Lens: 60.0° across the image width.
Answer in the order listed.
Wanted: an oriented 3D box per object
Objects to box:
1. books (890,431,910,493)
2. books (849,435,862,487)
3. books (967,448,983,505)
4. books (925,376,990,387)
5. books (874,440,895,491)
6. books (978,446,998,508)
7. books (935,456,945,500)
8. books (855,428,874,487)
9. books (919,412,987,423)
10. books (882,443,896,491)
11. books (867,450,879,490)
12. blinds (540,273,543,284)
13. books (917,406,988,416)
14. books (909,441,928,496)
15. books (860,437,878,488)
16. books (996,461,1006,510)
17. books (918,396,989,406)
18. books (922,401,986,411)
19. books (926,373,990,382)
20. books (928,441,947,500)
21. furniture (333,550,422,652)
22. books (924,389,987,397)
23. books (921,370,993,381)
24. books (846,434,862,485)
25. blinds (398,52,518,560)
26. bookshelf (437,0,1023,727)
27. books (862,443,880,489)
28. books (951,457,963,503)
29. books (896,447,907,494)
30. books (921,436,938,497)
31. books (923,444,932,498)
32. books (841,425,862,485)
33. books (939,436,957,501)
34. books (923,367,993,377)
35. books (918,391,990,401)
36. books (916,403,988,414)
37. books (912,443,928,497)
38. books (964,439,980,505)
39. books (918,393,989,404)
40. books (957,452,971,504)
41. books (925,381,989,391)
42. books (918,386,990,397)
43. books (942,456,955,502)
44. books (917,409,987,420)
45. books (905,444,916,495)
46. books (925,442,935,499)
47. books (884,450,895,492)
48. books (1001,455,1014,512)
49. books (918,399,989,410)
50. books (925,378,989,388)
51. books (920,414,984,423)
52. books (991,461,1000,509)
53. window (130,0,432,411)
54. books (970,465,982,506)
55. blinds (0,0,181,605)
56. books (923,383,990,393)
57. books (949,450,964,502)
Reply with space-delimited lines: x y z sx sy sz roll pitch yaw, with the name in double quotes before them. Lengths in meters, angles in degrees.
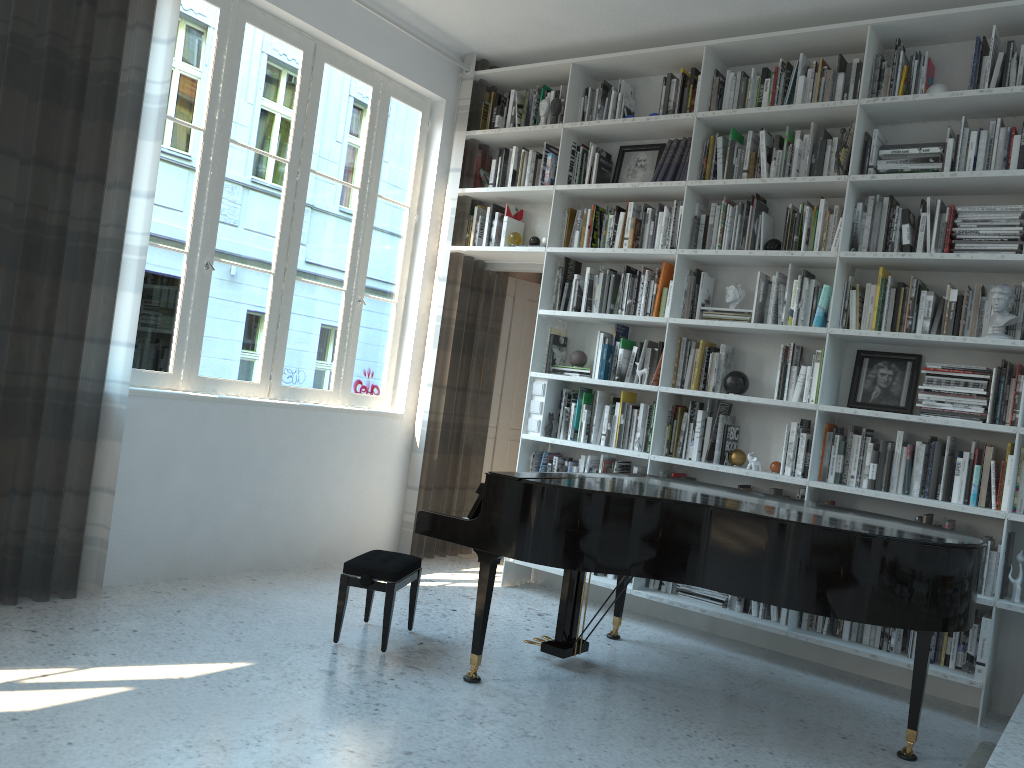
"books" 1.837 0.370 4.197 0.026 0.291 0.152 8 0 35
"books" 1.687 0.374 4.295 0.027 0.245 0.179 8 0 35
"books" 2.099 0.421 4.019 0.014 0.256 0.145 8 0 35
"books" 2.052 -0.013 4.083 0.254 0.012 0.161 7 -1 32
"books" 1.775 0.389 4.225 0.029 0.238 0.166 8 0 35
"books" 2.136 0.417 3.978 0.026 0.272 0.175 8 0 35
"books" 1.989 0.434 4.089 0.021 0.203 0.128 8 0 35
"books" 1.703 0.358 4.280 0.013 0.282 0.166 8 0 35
"books" 2.031 0.153 4.085 0.254 0.012 0.161 7 -1 37
"books" 1.798 0.396 4.221 0.013 0.230 0.139 8 0 35
"books" 1.744 0.412 4.236 0.029 0.184 0.174 8 0 35
"blinds" 0.407 -0.355 6.883 0.139 3.231 0.776 8 0 35
"books" 2.035 0.130 4.087 0.285 0.012 0.159 7 -1 34
"books" 1.909 0.398 4.164 0.025 0.254 0.136 8 0 35
"books" 1.725 0.380 4.286 0.021 0.244 0.141 8 0 35
"books" 2.176 0.450 3.935 0.011 0.216 0.166 8 0 35
"books" 2.042 0.083 4.087 0.285 0.012 0.159 7 -1 36
"books" 2.034 0.105 4.080 0.254 0.012 0.161 7 -1 30
"books" 2.053 -0.026 4.082 0.254 0.012 0.161 7 -1 31
"books" 1.965 0.399 4.091 0.028 0.264 0.161 8 0 35
"furniture" -0.574 0.920 3.849 0.240 0.353 0.467 8 0 10
"books" 2.042 0.047 4.080 0.254 0.012 0.161 7 -1 30
"books" 2.057 -0.037 4.085 0.285 0.012 0.159 7 -1 37
"books" 1.676 0.372 4.324 0.024 0.247 0.132 8 0 35
"blinds" -0.269 -0.459 5.922 0.139 3.231 0.776 8 0 35
"bookshelf" 2.092 -0.100 3.989 6.292 3.142 0.330 7 0 35
"books" 1.728 0.393 4.255 0.023 0.217 0.174 8 0 35
"books" 2.039 0.439 4.036 0.023 0.204 0.167 8 0 35
"books" 1.858 0.408 4.189 0.025 0.220 0.140 8 0 35
"books" 1.946 0.386 4.135 0.014 0.286 0.134 8 0 35
"books" 1.950 0.404 4.123 0.011 0.251 0.158 8 0 35
"books" 1.662 0.349 4.343 0.027 0.290 0.141 8 0 35
"books" 2.002 0.388 4.071 0.012 0.296 0.178 8 0 35
"books" 2.054 -0.050 4.079 0.285 0.012 0.159 7 -1 30
"books" 2.040 0.058 4.079 0.285 0.012 0.159 7 -1 40
"books" 2.032 0.117 4.079 0.285 0.012 0.159 7 -1 40
"books" 1.913 0.402 4.127 0.026 0.245 0.191 8 0 35
"books" 2.086 0.400 4.021 0.014 0.294 0.137 8 0 35
"books" 2.042 0.071 4.085 0.285 0.012 0.159 7 -1 37
"books" 2.060 0.426 4.022 0.023 0.234 0.175 8 0 35
"books" 2.049 0.011 4.083 0.254 0.012 0.161 7 -1 32
"books" 2.043 0.035 4.079 0.285 0.012 0.159 7 -1 40
"books" 2.010 0.434 4.058 0.024 0.207 0.183 8 0 35
"books" 2.028 0.141 4.079 0.285 0.012 0.159 7 -1 30
"books" 1.876 0.402 4.168 0.031 0.237 0.159 8 0 35
"books" 1.953 0.399 4.108 0.010 0.261 0.181 8 0 35
"books" 1.803 0.413 4.200 0.023 0.196 0.165 8 0 35
"books" 2.202 0.438 3.911 0.033 0.246 0.176 8 0 35
"books" 2.042 0.095 4.089 0.285 0.012 0.159 7 -1 35
"books" 2.049 -0.001 4.082 0.254 0.012 0.161 7 -1 31
"books" 2.027 0.165 4.082 0.254 0.012 0.161 7 -1 31
"books" 2.154 0.449 3.949 0.042 0.212 0.169 8 0 35
"window" -1.194 -0.895 4.844 0.073 2.009 1.984 8 0 35
"books" 2.095 0.456 3.988 0.023 0.183 0.169 8 0 35
"blinds" -1.872 -0.705 3.645 0.139 3.231 0.776 8 0 35
"books" 2.048 0.023 4.083 0.254 0.012 0.161 7 -1 38
"books" 2.033 0.423 4.056 0.014 0.235 0.154 8 0 35
